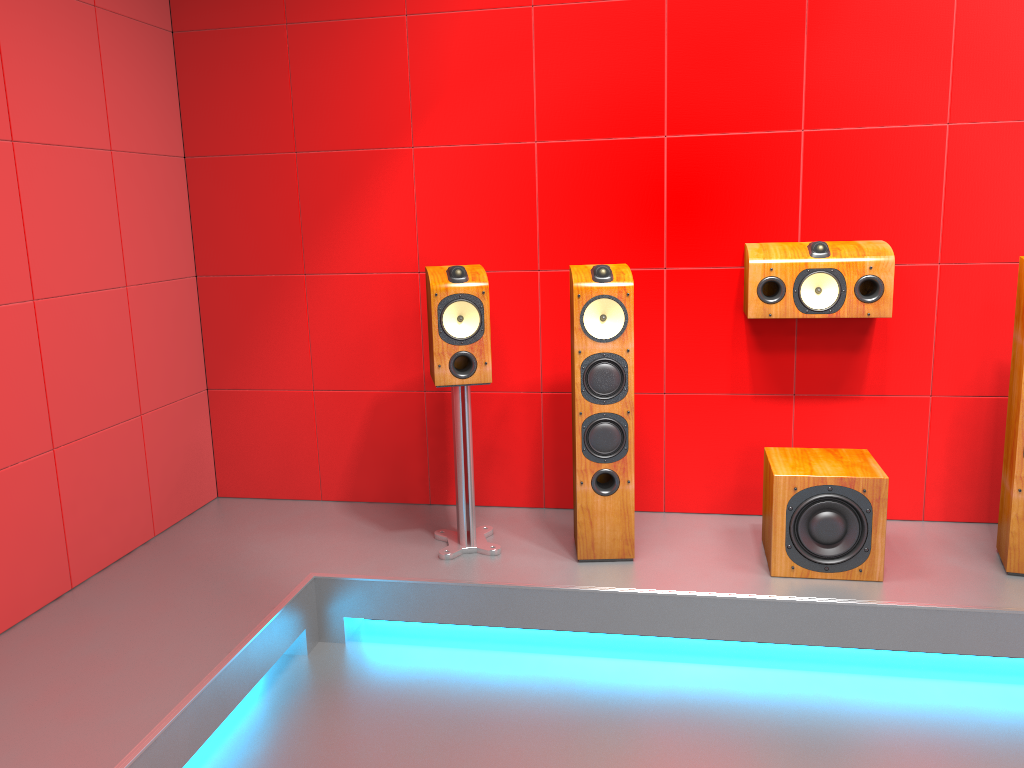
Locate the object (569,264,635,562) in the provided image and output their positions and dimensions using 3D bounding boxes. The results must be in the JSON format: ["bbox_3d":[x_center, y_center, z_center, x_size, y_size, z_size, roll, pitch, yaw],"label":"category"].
[{"bbox_3d":[0.322,0.099,3.171,0.203,1.052,0.238,-2,11,1],"label":"object"}]

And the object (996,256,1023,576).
[{"bbox_3d":[1.766,0.105,2.920,0.203,1.052,0.238,3,12,21],"label":"object"}]

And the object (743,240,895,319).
[{"bbox_3d":[1.114,-0.390,3.255,0.493,0.271,0.235,0,11,11],"label":"object"}]

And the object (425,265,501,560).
[{"bbox_3d":[-0.186,0.093,3.267,0.231,1.058,0.265,-3,11,-9],"label":"object"}]

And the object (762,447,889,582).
[{"bbox_3d":[1.077,0.444,3.094,0.360,0.360,0.360,0,11,11],"label":"object"}]
